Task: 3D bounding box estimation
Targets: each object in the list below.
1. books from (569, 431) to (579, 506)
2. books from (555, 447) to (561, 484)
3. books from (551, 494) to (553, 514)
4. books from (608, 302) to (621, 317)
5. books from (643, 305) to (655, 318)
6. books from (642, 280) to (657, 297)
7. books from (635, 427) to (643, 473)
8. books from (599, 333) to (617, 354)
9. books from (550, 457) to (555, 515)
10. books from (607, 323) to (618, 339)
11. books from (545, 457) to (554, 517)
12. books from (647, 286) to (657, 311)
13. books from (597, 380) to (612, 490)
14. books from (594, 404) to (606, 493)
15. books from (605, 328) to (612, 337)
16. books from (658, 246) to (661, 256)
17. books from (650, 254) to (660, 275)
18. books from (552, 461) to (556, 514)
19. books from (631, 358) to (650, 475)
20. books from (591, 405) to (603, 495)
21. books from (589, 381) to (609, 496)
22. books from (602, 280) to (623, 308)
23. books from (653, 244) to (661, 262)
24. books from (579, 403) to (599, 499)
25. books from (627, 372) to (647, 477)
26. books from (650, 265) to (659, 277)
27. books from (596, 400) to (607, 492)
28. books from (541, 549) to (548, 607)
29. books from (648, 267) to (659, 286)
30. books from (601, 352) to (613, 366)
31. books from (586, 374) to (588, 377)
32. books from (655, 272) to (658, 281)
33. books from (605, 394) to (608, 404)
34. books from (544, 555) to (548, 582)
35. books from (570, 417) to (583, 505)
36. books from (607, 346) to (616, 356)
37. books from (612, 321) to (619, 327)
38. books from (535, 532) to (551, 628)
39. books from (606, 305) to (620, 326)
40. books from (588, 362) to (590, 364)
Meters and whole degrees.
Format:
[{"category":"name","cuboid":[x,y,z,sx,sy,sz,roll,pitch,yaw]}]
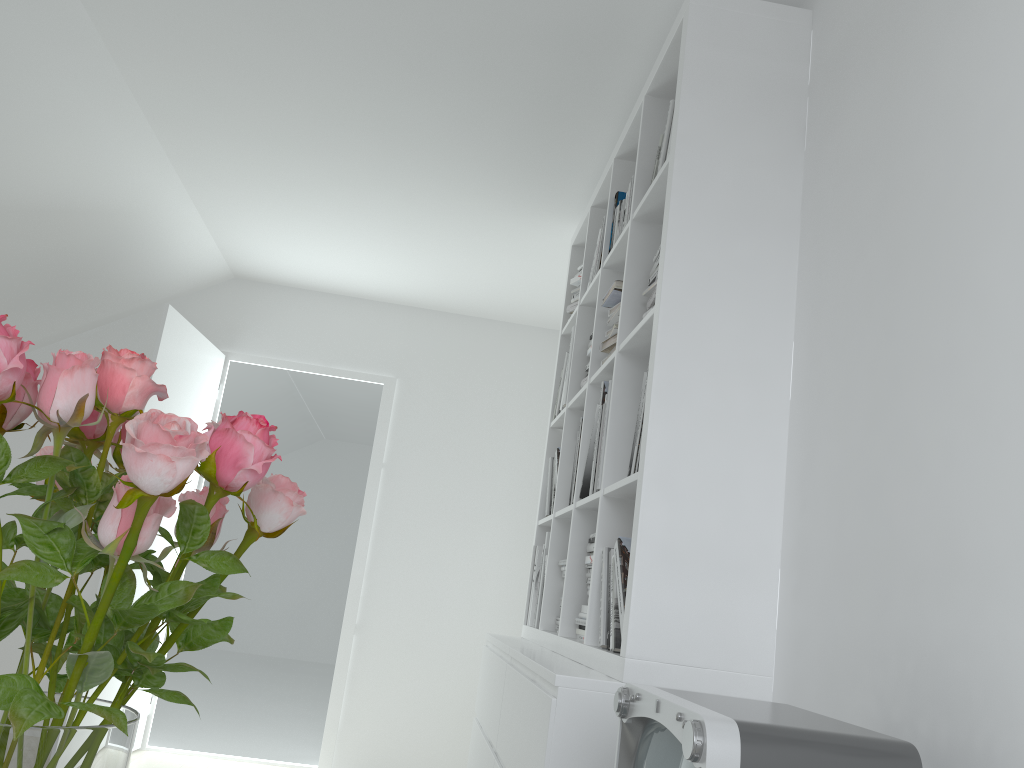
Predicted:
[{"category":"books","cuboid":[0.283,0.310,2.993,0.159,0.285,0.012,9,-14,-5]},{"category":"books","cuboid":[0.241,0.348,3.126,0.176,0.255,0.226,9,-14,-5]},{"category":"books","cuboid":[0.228,0.390,3.225,0.161,0.218,0.101,9,-14,-5]},{"category":"books","cuboid":[0.439,-0.200,2.580,0.273,0.021,0.174,11,-14,-14]},{"category":"books","cuboid":[0.456,-0.189,2.173,0.182,0.016,0.288,10,-14,-10]},{"category":"books","cuboid":[0.441,-0.246,2.188,0.161,0.012,0.254,10,-14,-10]},{"category":"books","cuboid":[0.386,0.125,2.107,0.161,0.249,0.078,9,-14,-5]},{"category":"books","cuboid":[0.422,-0.095,2.549,0.296,0.028,0.180,11,-14,-14]},{"category":"books","cuboid":[0.221,0.389,3.255,0.152,0.232,0.104,9,-14,-5]},{"category":"books","cuboid":[0.423,-0.121,2.539,0.288,0.016,0.182,8,-14,0]},{"category":"books","cuboid":[0.216,0.394,3.286,0.172,0.235,0.112,9,-14,-5]},{"category":"books","cuboid":[0.445,-0.228,2.175,0.180,0.028,0.296,8,-14,0]},{"category":"books","cuboid":[0.327,0.144,2.309,0.182,0.288,0.016,9,-14,-5]},{"category":"books","cuboid":[0.316,0.189,2.430,0.161,0.254,0.012,9,-14,-5]},{"category":"books","cuboid":[0.435,-0.134,2.543,0.288,0.016,0.182,11,-14,-14]},{"category":"books","cuboid":[0.450,-0.338,2.199,0.159,0.012,0.285,7,-14,5]},{"category":"books","cuboid":[0.457,-0.317,2.197,0.176,0.025,0.331,8,-14,0]},{"category":"books","cuboid":[0.227,0.383,3.187,0.161,0.213,0.118,9,-14,-5]},{"category":"books","cuboid":[0.396,0.099,2.154,0.176,0.325,0.109,9,-14,-5]},{"category":"books","cuboid":[0.311,0.193,2.454,0.161,0.256,0.013,9,-14,-5]},{"category":"books","cuboid":[0.321,0.166,2.494,0.176,0.331,0.025,9,-14,-5]},{"category":"books","cuboid":[0.442,-0.236,2.583,0.331,0.025,0.176,9,-14,-5]},{"category":"books","cuboid":[0.455,-0.346,2.217,0.161,0.012,0.254,8,-14,0]},{"category":"books","cuboid":[0.299,0.207,2.562,0.159,0.263,0.131,9,-14,-5]},{"category":"books","cuboid":[0.380,0.123,2.173,0.159,0.278,0.085,9,-14,-5]},{"category":"books","cuboid":[0.455,-0.296,2.205,0.161,0.013,0.254,9,-14,-5]},{"category":"books","cuboid":[0.326,0.183,2.417,0.167,0.263,0.017,9,-14,-5]},{"category":"books","cuboid":[0.183,0.703,3.026,0.159,0.263,0.131,9,-14,-5]},{"category":"books","cuboid":[0.454,-0.281,2.204,0.167,0.017,0.263,9,-14,-5]},{"category":"books","cuboid":[0.419,-0.053,2.535,0.288,0.016,0.182,10,-14,-10]},{"category":"books","cuboid":[0.387,-0.029,2.921,0.251,0.012,0.312,9,-14,-4]},{"category":"books","cuboid":[0.442,-0.268,2.204,0.161,0.013,0.256,7,-14,5]},{"category":"books","cuboid":[0.322,0.178,2.446,0.159,0.285,0.012,9,-14,-5]},{"category":"books","cuboid":[0.187,0.707,3.007,0.161,0.235,0.118,9,-14,-5]},{"category":"books","cuboid":[0.298,0.285,2.980,0.176,0.331,0.025,9,-14,-5]},{"category":"books","cuboid":[0.422,-0.070,2.544,0.273,0.021,0.174,9,-14,-5]},{"category":"books","cuboid":[0.439,-0.160,2.572,0.254,0.012,0.161,11,-14,-14]},{"category":"books","cuboid":[0.187,0.696,3.108,0.176,0.331,0.025,9,-14,-5]},{"category":"books","cuboid":[0.430,-0.175,2.568,0.285,0.012,0.159,9,-14,-5]},{"category":"books","cuboid":[0.353,-0.082,2.930,0.161,0.012,0.254,9,-14,-5]}]
